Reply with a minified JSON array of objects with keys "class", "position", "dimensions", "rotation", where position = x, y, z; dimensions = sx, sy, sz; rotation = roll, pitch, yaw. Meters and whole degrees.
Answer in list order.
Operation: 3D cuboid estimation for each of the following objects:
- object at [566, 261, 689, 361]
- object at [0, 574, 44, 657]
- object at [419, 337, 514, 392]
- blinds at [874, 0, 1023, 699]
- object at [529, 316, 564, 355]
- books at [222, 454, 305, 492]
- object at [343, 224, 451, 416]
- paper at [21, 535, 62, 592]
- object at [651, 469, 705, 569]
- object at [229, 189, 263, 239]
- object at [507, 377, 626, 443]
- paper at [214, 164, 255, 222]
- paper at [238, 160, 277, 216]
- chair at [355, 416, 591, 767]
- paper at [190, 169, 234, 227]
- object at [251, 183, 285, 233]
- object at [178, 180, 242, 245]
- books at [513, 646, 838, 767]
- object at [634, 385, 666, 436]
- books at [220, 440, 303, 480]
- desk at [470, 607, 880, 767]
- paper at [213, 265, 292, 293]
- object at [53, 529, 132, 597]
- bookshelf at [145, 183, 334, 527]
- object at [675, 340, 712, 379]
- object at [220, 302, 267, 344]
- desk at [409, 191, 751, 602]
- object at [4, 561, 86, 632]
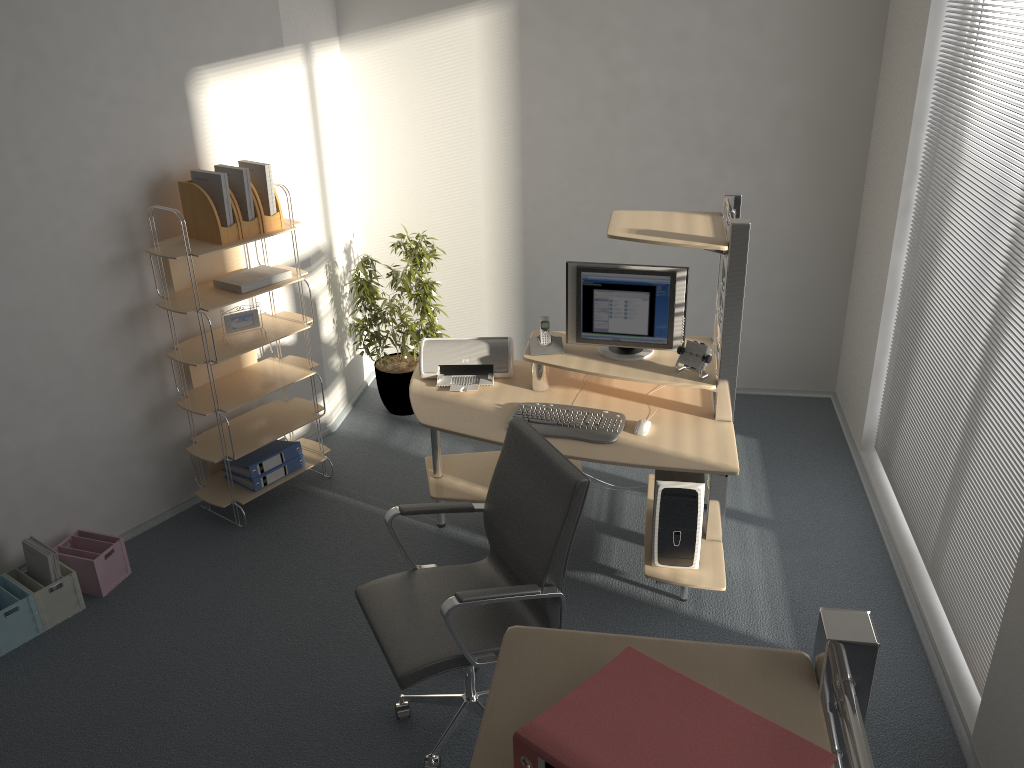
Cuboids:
[{"class":"object","position":[0.515,-0.339,3.887],"dimensions":[0.516,0.418,0.245],"rotation":[9,27,22]},{"class":"object","position":[-2.100,0.953,3.649],"dimensions":[0.245,0.202,0.185],"rotation":[16,30,33]},{"class":"object","position":[-0.214,-0.100,4.099],"dimensions":[0.438,0.162,0.351],"rotation":[-1,25,2]},{"class":"blinds","position":[1.759,-0.512,3.291],"dimensions":[0.037,2.749,1.950],"rotation":[3,25,9]},{"class":"object","position":[0.150,-0.224,3.981],"dimensions":[0.150,0.151,0.119],"rotation":[-3,25,-4]},{"class":"books","position":[-1.278,0.421,4.567],"dimensions":[0.262,0.072,0.320],"rotation":[17,30,34]},{"class":"object","position":[-0.652,-0.358,5.284],"dimensions":[0.544,1.147,0.644],"rotation":[17,31,35]},{"class":"paper","position":[-1.984,0.819,3.766],"dimensions":[0.220,0.306,0.068],"rotation":[16,30,33]},{"class":"object","position":[0.718,0.498,3.852],"dimensions":[0.199,0.422,0.471],"rotation":[3,25,9]},{"class":"object","position":[-1.282,-0.822,4.071],"dimensions":[0.243,0.259,0.113],"rotation":[16,30,34]},{"class":"object","position":[0.307,0.067,3.926],"dimensions":[0.478,0.082,0.814],"rotation":[6,26,16]},{"class":"paper","position":[-1.272,-0.847,4.078],"dimensions":[0.213,0.297,0.045],"rotation":[16,30,34]},{"class":"paper","position":[-1.192,-0.889,4.164],"dimensions":[0.213,0.297,0.045],"rotation":[18,31,36]},{"class":"chair","position":[-0.145,0.735,2.971],"dimensions":[0.652,1.048,0.584],"rotation":[-12,27,-22]},{"class":"paper","position":[-1.344,-0.803,3.987],"dimensions":[0.213,0.297,0.045],"rotation":[15,29,32]},{"class":"object","position":[-1.203,-0.864,4.157],"dimensions":[0.243,0.259,0.113],"rotation":[18,31,36]},{"class":"object","position":[-1.354,-0.778,3.980],"dimensions":[0.243,0.259,0.113],"rotation":[15,29,32]},{"class":"books","position":[0.207,0.479,1.139],"dimensions":[0.320,0.072,0.262],"rotation":[19,32,38]},{"class":"object","position":[0.648,0.067,3.897],"dimensions":[0.168,0.088,0.742],"rotation":[4,25,11]},{"class":"books","position":[-1.287,0.368,4.550],"dimensions":[0.263,0.100,0.320],"rotation":[17,30,34]},{"class":"desk","position":[-0.254,1.210,1.323],"dimensions":[1.469,1.566,0.967],"rotation":[3,25,9]},{"class":"paper","position":[-1.238,-0.504,4.238],"dimensions":[0.213,0.046,0.297],"rotation":[16,30,33]},{"class":"object","position":[-1.881,0.803,3.964],"dimensions":[0.245,0.202,0.185],"rotation":[6,26,17]},{"class":"bookshelf","position":[-1.296,-0.140,4.330],"dimensions":[0.381,1.572,0.724],"rotation":[16,30,34]},{"class":"object","position":[0.763,-0.107,3.704],"dimensions":[0.093,0.135,0.154],"rotation":[-23,32,-38]},{"class":"object","position":[-1.288,-0.297,4.236],"dimensions":[0.192,0.161,0.077],"rotation":[-17,29,-31]},{"class":"desk","position":[0.200,0.049,3.824],"dimensions":[1.469,1.566,0.967],"rotation":[3,25,9]},{"class":"object","position":[-1.991,0.888,3.784],"dimensions":[0.245,0.202,0.185],"rotation":[16,30,33]}]
